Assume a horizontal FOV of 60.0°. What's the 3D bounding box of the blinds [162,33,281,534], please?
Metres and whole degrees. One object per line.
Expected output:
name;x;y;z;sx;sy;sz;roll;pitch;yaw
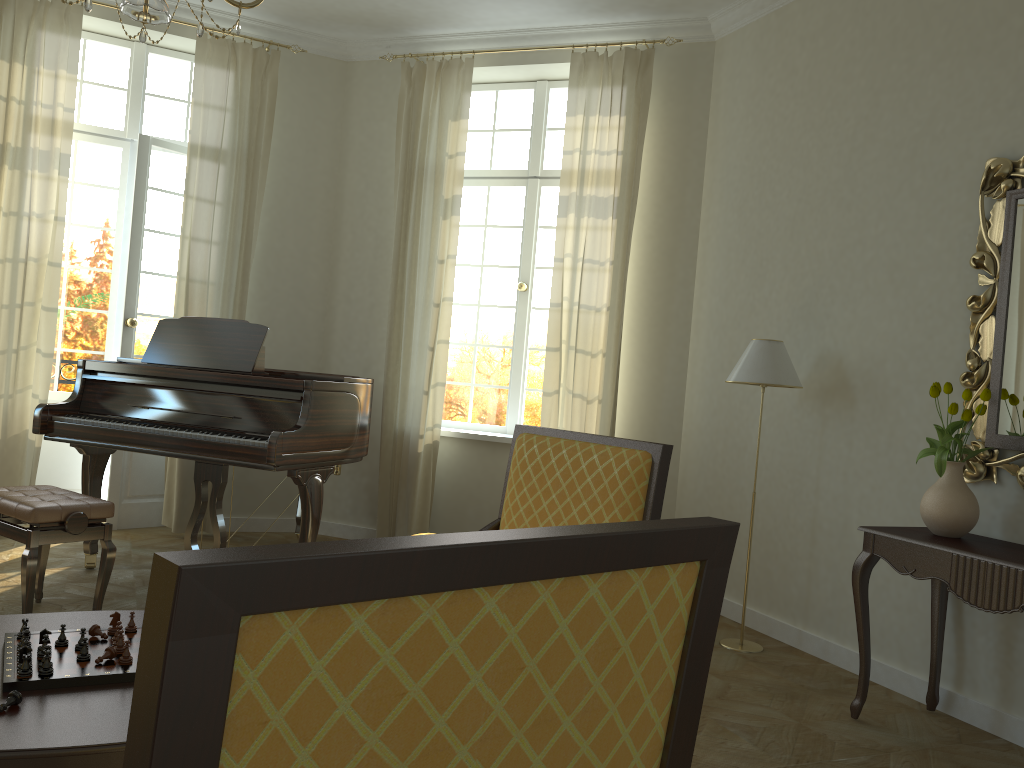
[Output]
blinds;-1.998;-0.665;6.055;0.554;3.386;0.162;5;0;-30

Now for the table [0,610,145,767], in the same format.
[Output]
table;-0.989;0.896;2.059;0.922;0.494;0.932;5;0;-23

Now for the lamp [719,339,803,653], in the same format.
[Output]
lamp;1.224;0.552;4.479;0.380;1.552;0.380;5;0;-29

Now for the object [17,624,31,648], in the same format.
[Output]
object;-1.139;0.588;2.074;0.030;0.055;0.030;5;0;23

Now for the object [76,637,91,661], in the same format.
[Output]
object;-0.977;0.605;2.027;0.030;0.050;0.030;5;0;23

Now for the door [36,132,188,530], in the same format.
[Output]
door;-2.722;-0.359;6.098;1.385;2.690;0.425;5;0;-24

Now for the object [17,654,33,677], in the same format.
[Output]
object;-1.042;0.602;1.899;0.030;0.044;0.030;5;0;23

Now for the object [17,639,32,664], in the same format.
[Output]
object;-1.080;0.593;1.969;0.030;0.055;0.030;5;0;23

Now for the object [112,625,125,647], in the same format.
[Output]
object;-0.946;0.607;2.137;0.030;0.050;0.030;5;0;23

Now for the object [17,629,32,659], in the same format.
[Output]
object;-1.099;0.587;2.004;0.030;0.064;0.030;5;0;23

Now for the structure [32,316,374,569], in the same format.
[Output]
structure;-1.464;0.378;5.193;1.514;1.439;1.856;5;0;21

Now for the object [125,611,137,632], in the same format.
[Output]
object;-0.969;0.605;2.261;0.030;0.050;0.030;5;0;23

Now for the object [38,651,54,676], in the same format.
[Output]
object;-1.007;0.602;1.919;0.030;0.050;0.030;5;0;23

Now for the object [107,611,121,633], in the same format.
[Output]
object;-1.004;0.601;2.241;0.030;0.052;0.030;5;0;23

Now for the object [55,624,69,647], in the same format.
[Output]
object;-1.070;0.596;2.111;0.030;0.050;0.030;5;0;23

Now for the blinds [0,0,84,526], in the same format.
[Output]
blinds;-3.147;-0.759;5.588;0.552;3.386;0.159;5;0;-27

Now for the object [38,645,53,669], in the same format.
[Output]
object;-1.026;0.600;1.954;0.030;0.050;0.030;5;0;23

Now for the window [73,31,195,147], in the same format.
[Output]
window;-2.653;-2.064;6.265;1.380;0.680;0.055;5;0;-24

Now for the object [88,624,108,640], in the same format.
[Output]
object;-1.016;0.610;2.184;0.052;0.030;0.030;5;0;27

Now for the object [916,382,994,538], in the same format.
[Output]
object;1.730;0.293;3.490;0.242;0.609;0.264;5;0;6

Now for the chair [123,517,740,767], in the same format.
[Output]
chair;-0.249;0.661;1.056;0.730;1.083;0.671;5;0;-42

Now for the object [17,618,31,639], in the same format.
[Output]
object;-1.178;0.590;2.144;0.030;0.044;0.030;5;0;23

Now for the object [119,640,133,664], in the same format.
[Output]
object;-0.884;0.613;2.034;0.030;0.050;0.030;5;0;23

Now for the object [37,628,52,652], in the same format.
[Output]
object;-1.084;0.594;2.059;0.030;0.052;0.030;5;0;-7

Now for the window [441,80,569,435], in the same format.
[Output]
window;0.107;-0.899;6.321;1.400;2.550;0.181;5;0;21

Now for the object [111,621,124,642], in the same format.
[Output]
object;-0.963;0.606;2.171;0.030;0.050;0.030;5;0;23

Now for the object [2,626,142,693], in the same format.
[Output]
object;-0.991;0.638;2.090;0.360;0.021;0.360;5;0;-29

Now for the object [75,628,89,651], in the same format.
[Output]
object;-1.015;0.601;2.096;0.030;0.050;0.030;5;0;23

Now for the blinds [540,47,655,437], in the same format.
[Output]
blinds;0.509;-0.449;5.688;0.552;3.381;0.159;5;0;24

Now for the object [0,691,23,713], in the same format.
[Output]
object;-1.003;0.633;1.769;0.030;0.030;0.052;5;0;3

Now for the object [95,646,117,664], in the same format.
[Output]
object;-0.930;0.618;2.024;0.030;0.030;0.052;5;0;22

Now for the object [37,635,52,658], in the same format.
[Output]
object;-1.065;0.597;2.024;0.030;0.050;0.030;5;0;23

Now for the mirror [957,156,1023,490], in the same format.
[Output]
mirror;2.166;-0.369;3.252;0.082;1.612;1.117;5;0;-24

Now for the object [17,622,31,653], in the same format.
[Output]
object;-1.119;0.582;2.039;0.030;0.069;0.030;5;0;23

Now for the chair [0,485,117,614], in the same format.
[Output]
chair;-2.098;0.765;3.917;0.638;0.563;0.385;5;0;36

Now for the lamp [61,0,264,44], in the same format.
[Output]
lamp;-0.941;-1.730;2.426;0.662;1.466;0.661;5;0;35

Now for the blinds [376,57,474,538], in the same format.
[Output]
blinds;-0.668;-0.552;6.081;0.554;3.384;0.162;5;0;26

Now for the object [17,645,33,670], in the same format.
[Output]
object;-1.061;0.596;1.934;0.030;0.052;0.030;5;0;23

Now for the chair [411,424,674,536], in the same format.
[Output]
chair;-0.044;0.676;2.607;0.671;1.083;0.730;5;0;-40

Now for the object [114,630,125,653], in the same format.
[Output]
object;-0.928;0.609;2.103;0.030;0.050;0.030;5;0;23
